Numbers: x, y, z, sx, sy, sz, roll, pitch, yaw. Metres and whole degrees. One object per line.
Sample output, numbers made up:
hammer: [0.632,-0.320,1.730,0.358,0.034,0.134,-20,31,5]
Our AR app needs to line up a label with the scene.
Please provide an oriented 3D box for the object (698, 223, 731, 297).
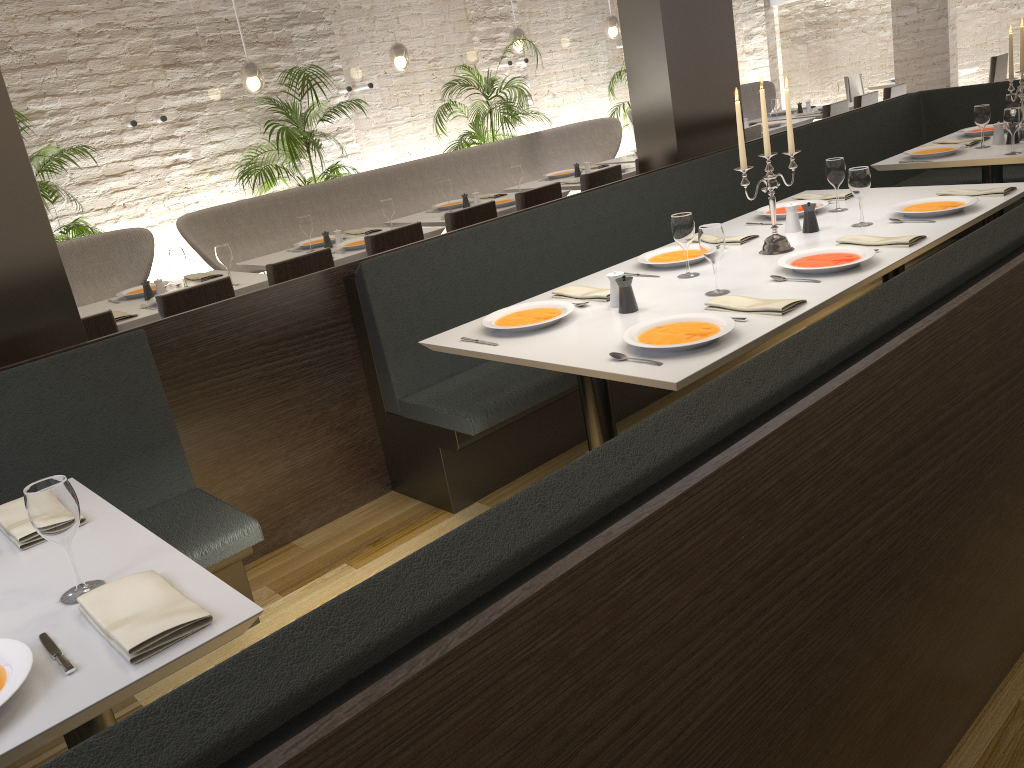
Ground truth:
object: [0.667,-0.410,2.927,0.086,0.228,0.087,-10,17,3]

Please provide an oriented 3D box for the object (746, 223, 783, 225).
object: [1.117,-0.709,3.916,0.017,0.010,0.186,-24,23,-37]

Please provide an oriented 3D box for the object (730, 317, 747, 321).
object: [0.626,-0.200,2.669,0.017,0.010,0.186,-24,23,-37]

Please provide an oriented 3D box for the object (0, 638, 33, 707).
object: [-0.909,0.506,1.369,0.323,0.036,0.324,-17,19,-19]

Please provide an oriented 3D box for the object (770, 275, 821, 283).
object: [0.935,-0.347,2.930,0.038,0.015,0.182,-24,23,-35]

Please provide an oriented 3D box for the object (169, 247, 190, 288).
object: [-1.887,-0.658,5.052,0.086,0.228,0.087,-10,17,3]

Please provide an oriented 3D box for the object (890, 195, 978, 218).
object: [1.696,-0.708,3.566,0.322,0.036,0.324,8,25,43]

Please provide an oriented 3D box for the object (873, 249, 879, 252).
object: [1.223,-0.479,3.174,0.017,0.010,0.186,-24,23,-37]

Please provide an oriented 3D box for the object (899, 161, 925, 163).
object: [2.203,-1.215,4.833,0.017,0.010,0.186,-24,23,-37]

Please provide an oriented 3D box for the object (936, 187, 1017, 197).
object: [1.970,-0.817,3.764,0.144,0.032,0.274,-25,23,-37]

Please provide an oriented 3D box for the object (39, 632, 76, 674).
object: [-0.770,0.450,1.491,0.017,0.010,0.186,-24,23,-37]

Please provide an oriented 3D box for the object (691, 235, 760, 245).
object: [0.888,-0.613,3.747,0.144,0.032,0.274,-25,23,-37]

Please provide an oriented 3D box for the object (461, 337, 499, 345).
object: [-0.105,-0.140,2.885,0.017,0.010,0.186,-24,23,-37]

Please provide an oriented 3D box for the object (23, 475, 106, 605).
object: [-0.837,0.291,1.658,0.087,0.228,0.086,-19,19,-26]

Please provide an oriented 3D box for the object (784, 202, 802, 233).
object: [1.160,-0.689,3.669,0.069,0.125,0.069,5,23,42]

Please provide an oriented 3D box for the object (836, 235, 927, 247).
object: [1.346,-0.526,3.238,0.144,0.032,0.274,-25,23,-37]

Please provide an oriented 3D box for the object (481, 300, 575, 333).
object: [0.057,-0.222,3.009,0.324,0.036,0.322,-26,24,-39]

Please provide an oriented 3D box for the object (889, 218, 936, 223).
object: [1.559,-0.638,3.457,0.038,0.015,0.182,-24,23,-35]

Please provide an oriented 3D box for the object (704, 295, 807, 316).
object: [0.748,-0.247,2.733,0.144,0.032,0.274,-25,23,-37]

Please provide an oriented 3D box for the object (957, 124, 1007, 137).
object: [2.898,-1.545,5.408,0.322,0.036,0.324,8,25,43]

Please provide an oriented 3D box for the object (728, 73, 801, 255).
object: [0.958,-0.816,3.303,0.392,0.649,0.132,-20,19,-28]

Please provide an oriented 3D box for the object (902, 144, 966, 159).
object: [2.356,-1.293,4.950,0.321,0.036,0.325,-1,20,25]

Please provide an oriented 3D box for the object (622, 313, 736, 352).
object: [0.477,-0.140,2.539,0.321,0.036,0.325,-1,20,25]

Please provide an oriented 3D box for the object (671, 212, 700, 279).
object: [0.631,-0.505,3.230,0.087,0.228,0.086,-24,21,-37]

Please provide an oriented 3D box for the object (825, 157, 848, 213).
object: [1.430,-0.877,3.904,0.087,0.228,0.086,-19,19,-26]

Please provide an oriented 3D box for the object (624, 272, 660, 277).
object: [0.493,-0.418,3.390,0.017,0.010,0.186,-24,23,-37]

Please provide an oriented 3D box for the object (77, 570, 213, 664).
object: [-0.648,0.397,1.554,0.144,0.032,0.274,-25,23,-37]

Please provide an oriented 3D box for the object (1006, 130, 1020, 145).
object: [2.744,-1.376,4.855,0.069,0.125,0.069,-10,17,2]

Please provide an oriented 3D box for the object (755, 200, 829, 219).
object: [1.275,-0.789,4.037,0.322,0.036,0.324,8,25,43]

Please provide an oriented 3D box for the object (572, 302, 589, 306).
object: [0.208,-0.288,3.149,0.038,0.015,0.182,-24,23,-35]

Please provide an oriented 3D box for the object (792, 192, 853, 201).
object: [1.512,-0.904,4.273,0.144,0.032,0.274,-25,23,-37]

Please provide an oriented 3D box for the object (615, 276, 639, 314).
object: [0.377,-0.296,2.925,0.069,0.125,0.069,-13,17,-8]

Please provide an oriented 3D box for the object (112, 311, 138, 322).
object: [-2.030,-0.343,4.525,0.144,0.032,0.274,-25,23,-37]

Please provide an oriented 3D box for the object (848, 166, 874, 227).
object: [1.391,-0.748,3.538,0.087,0.228,0.086,-19,19,-26]

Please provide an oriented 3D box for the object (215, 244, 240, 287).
object: [-1.553,-0.644,4.828,0.086,0.228,0.087,-10,17,3]

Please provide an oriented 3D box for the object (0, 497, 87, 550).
object: [-1.107,0.309,2.063,0.144,0.032,0.274,-25,23,-37]

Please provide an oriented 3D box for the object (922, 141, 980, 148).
object: [2.544,-1.385,5.145,0.144,0.032,0.274,-25,23,-37]

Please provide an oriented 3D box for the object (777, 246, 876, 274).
object: [1.078,-0.420,3.045,0.323,0.036,0.324,-17,19,-19]

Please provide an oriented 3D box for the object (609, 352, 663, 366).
object: [0.337,-0.068,2.426,0.038,0.015,0.182,-24,23,-35]

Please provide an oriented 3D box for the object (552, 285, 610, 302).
object: [0.290,-0.335,3.242,0.144,0.032,0.274,-25,23,-37]

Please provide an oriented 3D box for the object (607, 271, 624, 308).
object: [0.359,-0.323,3.015,0.069,0.125,0.069,-15,17,-16]

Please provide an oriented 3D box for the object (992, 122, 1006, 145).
object: [2.707,-1.395,4.929,0.069,0.125,0.069,-10,17,2]

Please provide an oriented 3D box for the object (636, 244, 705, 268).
object: [0.657,-0.501,3.516,0.323,0.036,0.324,-17,19,-19]

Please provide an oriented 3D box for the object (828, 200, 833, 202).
object: [1.430,-0.857,4.180,0.038,0.015,0.182,-24,23,-35]

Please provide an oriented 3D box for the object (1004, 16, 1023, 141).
object: [2.798,-1.673,4.856,0.392,0.649,0.132,-20,19,-28]

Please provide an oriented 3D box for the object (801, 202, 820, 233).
object: [1.212,-0.677,3.606,0.069,0.125,0.069,5,23,42]
